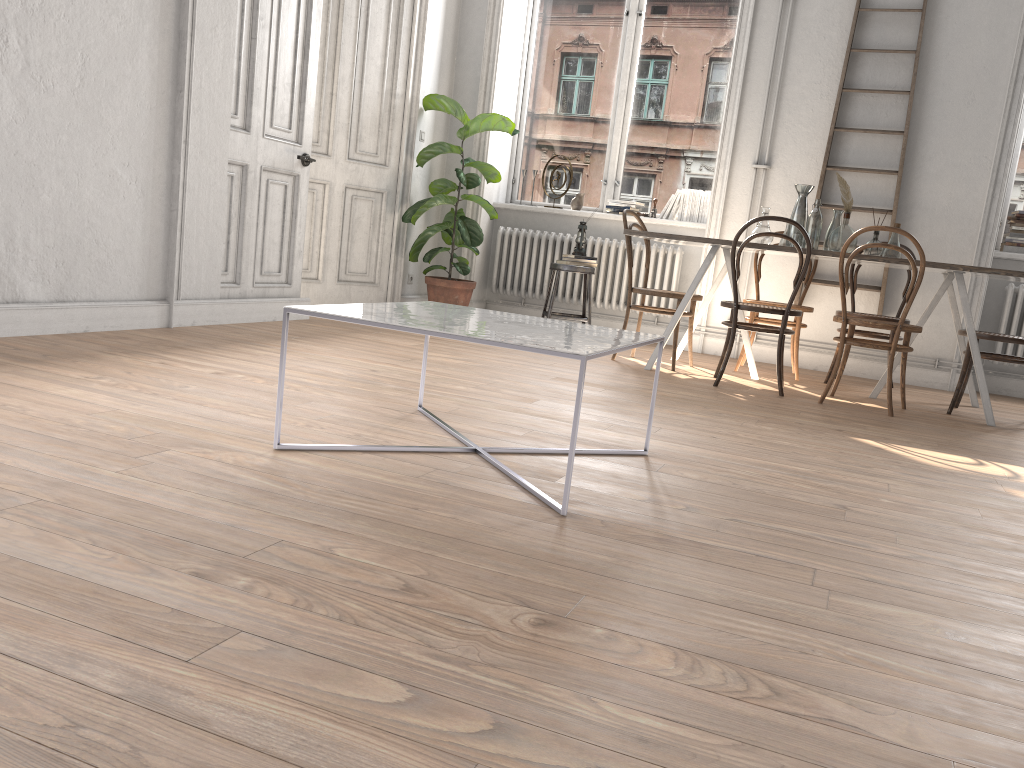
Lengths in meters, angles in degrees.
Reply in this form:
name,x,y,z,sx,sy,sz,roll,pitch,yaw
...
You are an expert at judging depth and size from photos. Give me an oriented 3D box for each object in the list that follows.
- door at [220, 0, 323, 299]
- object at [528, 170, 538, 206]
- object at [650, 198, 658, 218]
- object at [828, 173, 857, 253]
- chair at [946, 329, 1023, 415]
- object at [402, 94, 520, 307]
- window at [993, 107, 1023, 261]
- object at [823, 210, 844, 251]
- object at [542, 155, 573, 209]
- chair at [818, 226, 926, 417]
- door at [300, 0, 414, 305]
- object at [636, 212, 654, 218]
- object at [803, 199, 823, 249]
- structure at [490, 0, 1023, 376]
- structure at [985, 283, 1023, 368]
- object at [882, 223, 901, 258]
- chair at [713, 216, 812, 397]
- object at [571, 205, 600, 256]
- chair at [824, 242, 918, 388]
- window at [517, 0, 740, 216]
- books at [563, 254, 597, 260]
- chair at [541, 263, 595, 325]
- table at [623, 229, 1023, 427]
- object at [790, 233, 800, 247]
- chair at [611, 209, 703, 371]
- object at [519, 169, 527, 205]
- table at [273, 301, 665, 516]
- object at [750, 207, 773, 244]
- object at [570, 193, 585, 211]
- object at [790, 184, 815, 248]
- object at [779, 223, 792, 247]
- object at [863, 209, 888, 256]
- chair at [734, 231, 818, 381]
name,x,y,z,sx,sy,sz,roll,pitch,yaw
door,-1.437,-1.753,4.962,0.216,2.818,1.096,11,10,22
object,0.172,-1.588,7.198,0.095,0.289,0.095,15,13,43
object,1.099,-1.352,6.830,0.048,0.153,0.087,5,9,-9
object,1.880,-0.949,4.974,0.156,0.446,0.157,14,12,38
chair,2.683,-0.261,4.729,0.548,0.922,0.437,13,11,33
object,1.848,-0.953,5.499,5.823,1.845,0.791,11,10,26
window,11.730,-5.747,5.493,14.377,15.957,26.375,10,10,21
object,1.876,-0.881,5.158,0.098,0.255,0.100,6,9,-2
object,0.362,-1.626,7.138,0.087,0.425,0.347,0,11,-36
chair,1.881,-0.333,4.587,0.437,0.922,0.549,13,11,32
door,-1.156,-1.898,6.092,1.097,2.818,0.216,-2,13,-43
object,1.035,-1.321,6.920,0.153,0.048,0.087,2,10,-29
object,1.747,-0.916,5.127,0.086,0.301,0.086,8,9,7
structure,2.423,-2.304,5.987,5.179,4.480,0.340,10,10,21
structure,3.945,-0.287,5.690,1.576,0.553,0.194,10,10,21
object,2.172,-0.806,5.040,0.101,0.212,0.101,1,11,-29
chair,1.356,-0.432,4.827,0.437,0.922,0.548,9,10,16
object,0.546,-1.141,6.573,0.163,0.384,0.154,6,9,-5
chair,2.270,-0.441,5.560,0.437,0.922,0.549,12,10,28
window,0.951,-2.811,6.965,1.621,2.847,0.013,10,10,21
books,0.502,-0.940,6.583,0.221,0.027,0.147,0,11,-36
chair,0.423,-0.624,6.613,0.364,0.523,0.360,6,9,-5
table,1.797,-0.358,5.126,2.199,0.781,1.099,10,10,21
object,1.627,-0.817,5.084,0.058,0.094,0.058,-1,12,-40
chair,0.898,-0.583,5.438,0.549,0.922,0.437,12,11,29
object,0.086,-1.614,7.292,0.095,0.289,0.095,0,12,-37
table,-0.081,0.011,2.634,0.849,0.392,0.848,10,10,21
object,1.448,-0.906,5.111,0.132,0.220,0.132,8,9,10
object,0.522,-1.456,7.090,0.100,0.142,0.102,6,9,-4
object,1.703,-0.983,5.259,0.115,0.383,0.116,13,11,32
object,1.610,-0.867,5.188,0.083,0.158,0.083,9,10,16
object,2.055,-0.849,5.000,0.106,0.284,0.106,9,10,16
chair,1.713,-0.527,5.690,0.437,0.922,0.548,10,10,19
